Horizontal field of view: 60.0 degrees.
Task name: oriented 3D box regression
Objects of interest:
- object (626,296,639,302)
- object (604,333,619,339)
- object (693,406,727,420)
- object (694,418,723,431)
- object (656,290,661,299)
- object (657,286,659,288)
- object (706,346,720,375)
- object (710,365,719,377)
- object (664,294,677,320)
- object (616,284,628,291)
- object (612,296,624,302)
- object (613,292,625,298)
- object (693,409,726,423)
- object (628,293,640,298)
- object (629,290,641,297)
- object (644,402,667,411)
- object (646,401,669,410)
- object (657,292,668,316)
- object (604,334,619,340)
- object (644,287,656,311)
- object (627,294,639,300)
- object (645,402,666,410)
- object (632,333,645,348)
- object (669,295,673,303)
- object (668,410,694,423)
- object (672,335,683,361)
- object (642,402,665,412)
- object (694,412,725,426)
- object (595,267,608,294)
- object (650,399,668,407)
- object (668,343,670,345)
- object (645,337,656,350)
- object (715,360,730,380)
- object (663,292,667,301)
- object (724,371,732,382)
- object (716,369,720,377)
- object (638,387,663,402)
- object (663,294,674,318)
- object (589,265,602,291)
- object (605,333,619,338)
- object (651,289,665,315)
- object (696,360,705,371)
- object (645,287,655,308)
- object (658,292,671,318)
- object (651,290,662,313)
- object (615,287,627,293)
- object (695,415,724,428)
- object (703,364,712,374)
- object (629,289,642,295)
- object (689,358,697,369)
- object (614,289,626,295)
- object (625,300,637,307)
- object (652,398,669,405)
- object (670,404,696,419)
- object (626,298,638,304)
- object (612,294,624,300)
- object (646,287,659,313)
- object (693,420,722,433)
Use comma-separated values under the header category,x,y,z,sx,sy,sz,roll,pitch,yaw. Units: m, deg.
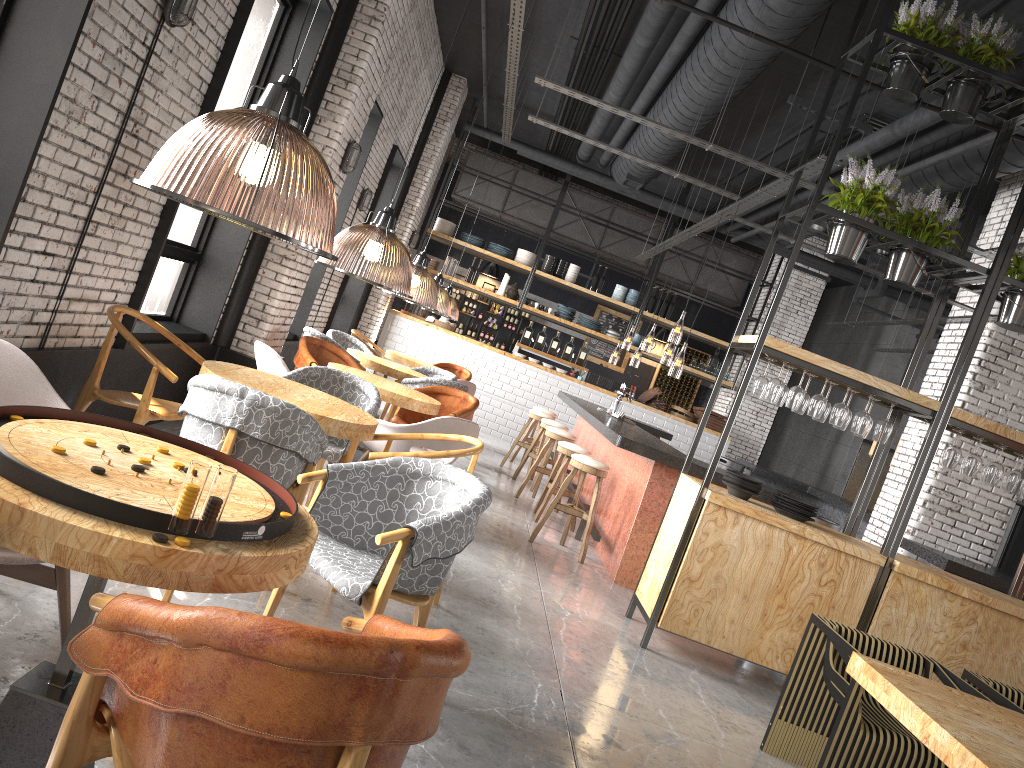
category,x,y,z,sx,sy,sz,roll,pitch,yaw
object,2.002,-1.396,14.833,0.218,0.092,0.219,20,2,-12
object,1.670,-0.796,14.869,0.264,0.038,0.262,21,2,13
object,3.224,0.473,14.459,0.406,0.094,0.637,21,2,-5
object,3.208,0.654,14.528,0.405,0.044,0.636,21,2,0
object,2.435,-1.368,15.020,0.098,0.458,0.098,21,1,20
object,2.421,-1.603,14.741,0.046,0.031,0.046,20,2,-25
object,3.412,-0.400,14.960,0.157,0.554,0.106,21,1,2
object,3.370,-0.215,14.791,0.118,0.181,0.119,20,2,-26
object,2.647,-1.277,14.757,0.098,0.458,0.098,20,1,-25
object,1.840,-1.604,14.846,0.210,0.074,0.210,21,2,3
object,1.761,-1.402,14.853,0.210,0.065,0.209,21,2,16
object,1.793,-1.484,14.854,0.209,0.074,0.210,20,2,-28
object,3.255,0.530,14.525,0.404,0.044,0.637,20,2,-9
object,2.025,-1.456,14.836,0.219,0.092,0.218,22,3,38
object,2.045,-1.483,14.834,0.217,0.096,0.219,20,2,-18
object,2.374,0.382,14.542,0.405,0.019,0.460,19,3,-30
object,2.359,0.341,14.548,0.456,0.019,0.408,19,3,-34
object,2.543,-1.322,14.888,0.098,0.458,0.098,20,1,-25
object,1.666,-0.785,14.870,0.264,0.026,0.262,22,3,33
object,2.338,-1.399,14.881,0.098,0.458,0.098,21,1,20
object,2.013,-1.426,14.836,0.219,0.092,0.218,22,3,34
object,2.360,0.359,14.549,0.459,0.019,0.406,22,3,26
object,2.119,-0.717,14.881,0.198,0.230,0.166,21,2,4
object,2.640,-1.291,15.027,0.098,0.458,0.098,20,1,-25
object,2.775,0.509,14.523,0.438,0.097,0.436,22,2,23
object,2.771,-0.601,14.920,0.098,0.471,0.098,21,1,5
object,2.353,0.390,14.549,0.460,0.019,0.405,22,3,33
object,3.239,0.571,14.526,0.405,0.044,0.636,21,2,-2
object,1.500,-1.719,14.788,0.098,0.471,0.098,21,1,20
object,2.391,0.302,14.546,0.460,0.019,0.405,23,3,40
object,2.670,-0.639,14.916,0.098,0.471,0.098,20,1,-14
object,2.285,-0.654,14.875,0.165,0.230,0.199,20,2,-32
object,3.561,-0.265,14.983,0.157,0.405,0.106,21,1,2
object,2.540,-1.329,15.024,0.098,0.458,0.098,20,1,-25
object,3.599,-0.127,14.765,0.119,0.181,0.118,21,2,22
object,3.483,-0.173,14.813,0.118,0.181,0.119,20,2,-19
object,2.240,0.185,14.432,0.241,0.338,0.489,20,2,-17
object,2.644,-1.284,14.892,0.098,0.458,0.098,20,1,-25
object,1.399,-1.757,14.785,0.098,0.471,0.098,21,1,20
object,1.673,-0.807,14.869,0.262,0.037,0.264,20,3,-29
object,2.442,-1.354,14.749,0.098,0.458,0.098,21,1,20
object,3.142,-0.300,14.778,0.118,0.181,0.119,19,2,-43
object,2.337,-1.412,15.016,0.098,0.471,0.098,21,1,20
object,2.547,-1.315,14.753,0.098,0.458,0.098,20,1,-25
object,2.438,-1.361,14.885,0.098,0.458,0.098,21,1,20
object,1.822,-1.565,14.846,0.209,0.076,0.211,20,2,-28
object,3.224,0.613,14.527,0.405,0.044,0.636,21,2,-6
object,3.257,-0.257,14.773,0.119,0.181,0.118,22,2,31
object,2.052,-1.514,14.835,0.219,0.091,0.218,21,2,15
object,3.028,-0.344,14.792,0.118,0.181,0.119,20,2,-38
object,1.804,-1.526,14.849,0.210,0.078,0.209,22,2,20
object,1.982,-1.334,14.835,0.218,0.085,0.219,19,3,-33
object,2.380,0.263,14.545,0.456,0.019,0.408,18,3,-46
object,2.802,0.448,14.525,0.438,0.154,0.438,19,3,-45
object,1.998,-1.363,14.836,0.218,0.093,0.219,20,2,-19
object,1.776,-1.443,14.851,0.209,0.069,0.211,19,3,-36
object,2.341,-1.392,14.746,0.098,0.458,0.098,21,1,20
object,3.192,0.696,14.529,0.405,0.044,0.636,20,2,-7
